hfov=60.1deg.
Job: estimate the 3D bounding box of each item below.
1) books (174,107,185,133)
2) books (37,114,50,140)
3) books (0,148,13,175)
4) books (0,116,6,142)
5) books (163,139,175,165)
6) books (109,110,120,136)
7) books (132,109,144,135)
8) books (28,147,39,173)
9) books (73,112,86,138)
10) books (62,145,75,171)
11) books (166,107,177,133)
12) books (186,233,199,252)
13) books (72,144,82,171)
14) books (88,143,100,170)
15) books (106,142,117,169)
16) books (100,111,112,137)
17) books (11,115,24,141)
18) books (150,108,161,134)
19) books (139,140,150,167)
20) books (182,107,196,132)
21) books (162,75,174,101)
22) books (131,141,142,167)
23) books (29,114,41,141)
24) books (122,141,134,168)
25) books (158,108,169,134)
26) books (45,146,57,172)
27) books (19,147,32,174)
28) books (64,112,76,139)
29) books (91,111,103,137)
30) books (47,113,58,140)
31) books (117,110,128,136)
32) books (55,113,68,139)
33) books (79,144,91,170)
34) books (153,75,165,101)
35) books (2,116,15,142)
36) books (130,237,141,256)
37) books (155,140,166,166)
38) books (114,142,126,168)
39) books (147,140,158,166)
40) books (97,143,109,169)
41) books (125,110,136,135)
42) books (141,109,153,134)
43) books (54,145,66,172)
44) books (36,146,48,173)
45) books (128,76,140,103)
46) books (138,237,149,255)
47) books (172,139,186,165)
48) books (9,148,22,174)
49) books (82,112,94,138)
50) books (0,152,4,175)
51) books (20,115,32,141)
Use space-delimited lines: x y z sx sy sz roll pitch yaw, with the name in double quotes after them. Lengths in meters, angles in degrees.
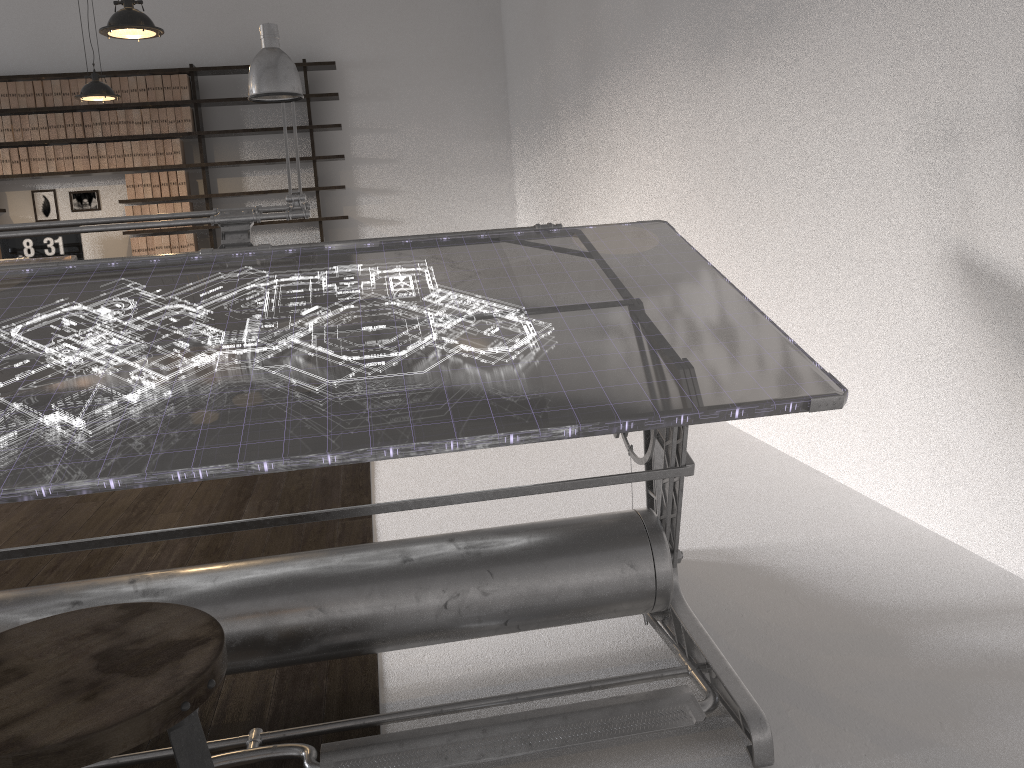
-2.924 -2.325 7.840 0.067 0.224 0.176 -5 9 -9 "books"
-4.024 -2.211 7.661 0.067 0.224 0.176 -5 9 -9 "books"
-4.335 -1.913 7.646 0.067 0.224 0.175 -5 9 -9 "books"
-4.373 -2.175 7.609 0.067 0.224 0.176 -5 9 -9 "books"
-3.027 -2.049 7.858 0.067 0.224 0.175 -5 9 -9 "books"
-3.461 -2.270 7.756 0.067 0.224 0.176 -5 9 -9 "books"
-3.266 -2.289 7.784 0.067 0.224 0.176 -5 9 -9 "books"
-4.119 -1.936 7.685 0.067 0.224 0.176 -5 9 -9 "books"
-3.743 -2.240 7.707 0.067 0.224 0.176 -5 9 -9 "books"
-3.846 -1.964 7.727 0.067 0.224 0.176 -5 9 -9 "books"
-2.988 -2.317 7.826 0.067 0.224 0.176 -5 9 -9 "books"
-2.877 -1.243 7.978 0.067 0.224 0.176 -5 9 -9 "books"
-3.772 -1.972 7.738 0.067 0.224 0.176 -5 9 -9 "books"
-3.638 -1.985 7.755 0.067 0.224 0.176 -5 9 -9 "books"
-3.499 -2.000 7.784 0.067 0.224 0.175 -5 9 -9 "books"
-3.531 -2.263 7.745 0.067 0.224 0.175 -5 9 -9 "books"
-4.233 -2.190 7.633 0.067 0.224 0.176 -5 9 -9 "books"
-3.126 -2.304 7.809 0.067 0.224 0.176 -5 9 -9 "books"
-3.228 -2.028 7.825 0.067 0.224 0.176 -5 9 -9 "books"
-2.861 -2.331 7.849 0.067 0.224 0.176 -5 9 -9 "books"
-3.012 -2.590 7.793 0.067 0.224 0.176 -5 9 -9 "books"
-3.290 -2.021 7.814 0.067 0.224 0.176 -5 9 -9 "books"
-4.095 -2.204 7.653 0.067 0.224 0.175 -5 9 -9 "books"
-3.361 -2.014 7.801 0.067 0.224 0.176 -5 9 -9 "books"
-3.058 -2.312 7.821 0.067 0.224 0.175 -5 9 -9 "books"
-3.982 -1.950 7.704 0.067 0.224 0.175 -5 9 -9 "books"
-4.191 -1.928 7.668 0.067 0.224 0.176 -5 9 -9 "books"
-3.817 -2.233 7.700 0.067 0.224 0.176 -5 9 -9 "books"
-3.599 -2.255 7.730 0.067 0.224 0.175 -5 9 -9 "books"
-3.952 -2.218 7.672 0.067 0.224 0.176 -5 9 -9 "books"
-3.394 -2.276 7.761 0.067 0.224 0.176 -5 9 -9 "books"
-3.891 -2.225 7.686 0.067 0.224 0.176 -5 9 -9 "books"
-3.709 -1.977 7.744 0.067 0.224 0.176 -5 9 -9 "books"
-3.085 -2.582 7.780 0.067 0.224 0.176 -5 9 -9 "books"
-4.301 -2.183 7.618 0.067 0.224 0.176 -5 9 -9 "books"
-3.338 -1.197 7.911 0.067 0.224 0.176 -5 9 -9 "books"
-3.096 -2.042 7.847 0.067 0.224 0.176 -5 9 -9 "books"
-3.430 -2.007 7.793 0.067 0.224 0.176 -5 9 -9 "books"
-3.162 -2.034 7.831 0.067 0.224 0.176 -5 9 -9 "books"
-3.567 -1.993 7.770 0.067 0.224 0.175 -5 9 -9 "books"
-3.329 -2.283 7.776 0.067 0.224 0.176 -5 9 -9 "books"
-3.195 -2.296 7.794 0.067 0.224 0.176 -5 9 -9 "books"
-3.915 -1.958 7.718 0.067 0.224 0.175 -5 9 -9 "books"
-4.053 -1.942 7.689 0.067 0.224 0.176 -5 9 -9 "books"
-3.289 -2.561 7.747 0.067 0.224 0.175 -5 9 -9 "books"
-3.271 -1.202 7.915 0.067 0.224 0.176 -5 9 -9 "books"
-2.956 -2.055 7.865 0.067 0.224 0.175 -5 9 -9 "books"
-4.266 -1.921 7.662 0.067 0.224 0.176 -5 9 -9 "books"
-3.670 -2.248 7.724 0.067 0.224 0.176 -5 9 -9 "books"
-4.405 -1.907 7.639 0.067 0.224 0.175 -5 9 -9 "books"
-4.165 -2.198 7.646 0.067 0.224 0.175 -5 9 -9 "books"
